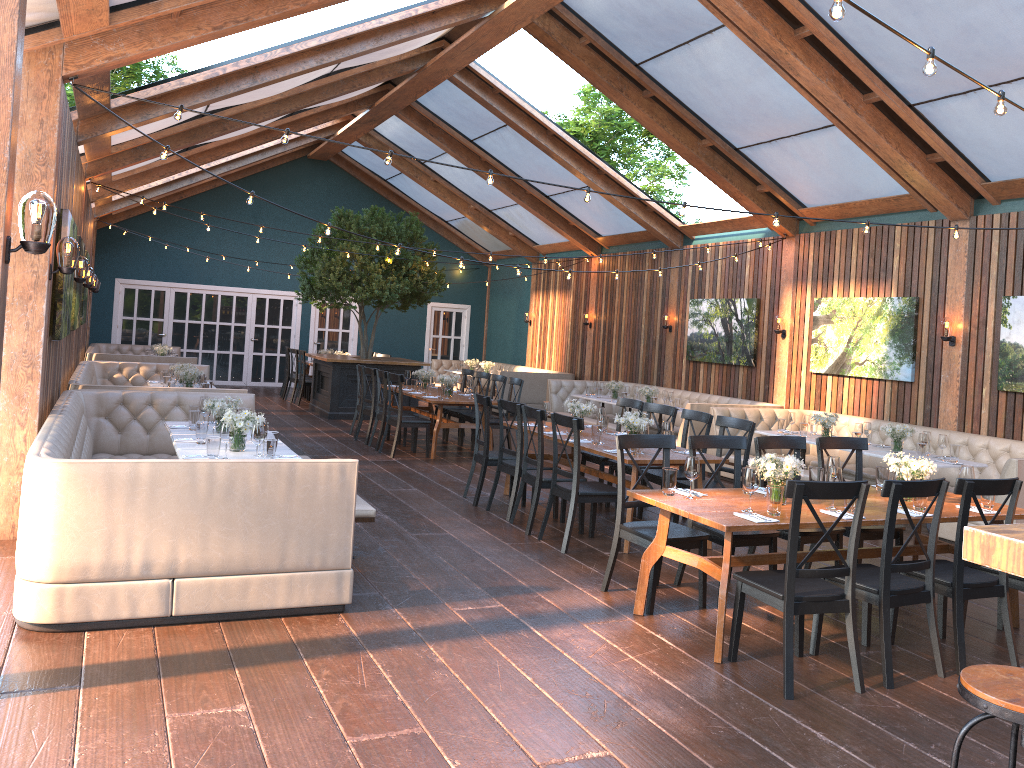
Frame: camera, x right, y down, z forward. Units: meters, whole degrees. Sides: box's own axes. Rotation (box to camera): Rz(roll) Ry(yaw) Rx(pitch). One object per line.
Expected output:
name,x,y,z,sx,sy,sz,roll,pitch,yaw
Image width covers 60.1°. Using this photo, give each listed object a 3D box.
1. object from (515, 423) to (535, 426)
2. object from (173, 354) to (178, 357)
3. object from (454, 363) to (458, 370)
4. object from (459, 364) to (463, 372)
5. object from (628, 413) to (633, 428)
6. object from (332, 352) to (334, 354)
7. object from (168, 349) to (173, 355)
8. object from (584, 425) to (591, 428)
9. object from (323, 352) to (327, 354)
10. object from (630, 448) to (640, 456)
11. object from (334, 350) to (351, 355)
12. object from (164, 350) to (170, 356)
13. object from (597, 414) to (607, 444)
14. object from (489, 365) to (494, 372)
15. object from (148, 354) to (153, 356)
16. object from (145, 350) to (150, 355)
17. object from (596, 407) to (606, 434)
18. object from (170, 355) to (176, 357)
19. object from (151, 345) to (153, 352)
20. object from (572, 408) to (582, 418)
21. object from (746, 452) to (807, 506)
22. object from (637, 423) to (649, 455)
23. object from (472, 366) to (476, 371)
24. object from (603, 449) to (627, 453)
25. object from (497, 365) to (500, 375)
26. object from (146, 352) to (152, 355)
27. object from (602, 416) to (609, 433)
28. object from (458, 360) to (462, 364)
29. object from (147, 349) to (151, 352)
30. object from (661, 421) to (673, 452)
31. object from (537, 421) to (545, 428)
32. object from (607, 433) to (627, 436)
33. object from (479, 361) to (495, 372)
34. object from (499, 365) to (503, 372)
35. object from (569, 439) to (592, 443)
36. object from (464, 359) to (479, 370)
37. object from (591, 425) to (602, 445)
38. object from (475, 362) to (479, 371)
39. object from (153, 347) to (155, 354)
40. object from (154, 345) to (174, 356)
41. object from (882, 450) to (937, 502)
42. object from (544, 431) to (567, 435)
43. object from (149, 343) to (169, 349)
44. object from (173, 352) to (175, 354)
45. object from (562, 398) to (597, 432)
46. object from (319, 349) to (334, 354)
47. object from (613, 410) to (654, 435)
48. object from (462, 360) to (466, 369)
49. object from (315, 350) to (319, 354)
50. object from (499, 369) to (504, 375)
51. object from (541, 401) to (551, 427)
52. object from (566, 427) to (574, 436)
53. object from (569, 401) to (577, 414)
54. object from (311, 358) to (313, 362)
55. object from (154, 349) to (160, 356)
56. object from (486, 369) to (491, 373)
object,0.162,0.396,8.649,0.254,0.019,0.158,2,4,-24
object,-6.033,-0.453,15.845,0.091,0.158,0.092,3,1,-38
object,-1.250,-0.385,19.824,0.091,0.158,0.092,3,1,-38
object,-1.120,-0.354,19.450,0.091,0.158,0.092,3,1,-38
object,1.062,0.387,7.888,0.092,0.244,0.092,4,0,18
object,-3.783,-0.574,18.575,0.092,0.244,0.092,4,0,18
object,-6.091,-0.494,15.746,0.092,0.244,0.092,4,0,24
object,0.773,0.421,8.888,0.254,0.019,0.158,2,4,-24
object,-3.755,-0.524,17.790,0.092,0.244,0.092,4,0,18
object,0.969,0.480,6.970,0.092,0.158,0.092,4,1,2
object,-3.315,-0.496,17.255,0.329,0.309,0.337,3,2,-9
object,-6.047,-0.477,15.504,0.092,0.244,0.092,4,0,24
object,0.769,0.387,7.587,0.092,0.244,0.092,4,0,18
object,-0.424,-0.271,18.112,0.092,0.244,0.092,4,0,24
object,-6.287,-0.442,15.380,0.091,0.158,0.092,3,1,-38
object,-6.925,-0.570,16.816,0.091,0.158,0.092,3,1,-38
object,0.835,0.345,8.349,0.092,0.244,0.092,4,0,18
object,-5.919,-0.422,15.446,0.091,0.158,0.092,3,1,-38
object,-6.866,-0.616,16.937,0.092,0.244,0.092,4,0,18
object,0.589,0.347,8.080,0.092,0.244,0.092,4,0,18
object,1.562,0.549,5.219,0.336,0.309,0.329,4,2,8
object,1.047,0.436,7.071,0.092,0.244,0.092,4,0,18
object,-0.810,-0.291,18.741,0.091,0.158,0.092,3,1,-38
object,0.868,0.536,7.091,0.254,0.019,0.158,2,4,-24
object,-0.275,-0.276,18.362,0.092,0.244,0.092,4,0,24
object,-6.614,-0.507,16.104,0.091,0.158,0.092,3,1,-38
object,0.879,0.384,8.461,0.092,0.158,0.092,4,1,2
object,-1.152,-0.418,19.771,0.092,0.244,0.092,4,0,18
object,-7.054,-0.602,17.200,0.091,0.158,0.092,3,1,-38
object,1.284,0.435,7.334,0.092,0.244,0.092,4,0,18
object,0.281,0.342,8.515,0.092,0.158,0.091,4,1,22
object,1.000,0.469,8.336,0.254,0.019,0.158,2,4,-24
object,-0.531,-0.343,18.656,0.336,0.309,0.329,4,2,18
object,-0.226,-0.259,18.131,0.092,0.244,0.092,4,0,24
object,0.599,0.487,7.615,0.254,0.019,0.158,2,4,-24
object,-0.886,-0.412,19.409,0.330,0.309,0.336,5,2,31
object,0.713,0.432,7.491,0.092,0.158,0.092,4,1,2
object,-0.754,-0.336,18.837,0.092,0.244,0.092,4,0,24
object,-6.533,-0.551,16.205,0.092,0.244,0.092,4,0,24
object,-6.330,-0.560,16.036,0.336,0.309,0.329,4,2,18
object,2.527,0.586,5.635,0.330,0.309,0.336,5,2,31
object,0.418,0.447,8.109,0.254,0.019,0.158,2,4,-24
object,-6.685,-0.628,16.789,0.330,0.309,0.336,5,2,31
object,-6.345,-0.515,16.534,0.091,0.158,0.092,3,1,-38
object,0.645,0.294,8.444,0.329,0.309,0.336,4,2,10
object,-3.800,-0.583,18.168,0.328,0.309,0.337,3,2,-26
object,1.032,0.378,7.464,0.337,0.309,0.328,5,2,33
object,-1.065,-0.399,19.545,0.092,0.244,0.092,4,0,18
object,-4.036,-0.573,18.293,0.092,0.244,0.092,4,0,18
object,-0.224,-0.236,18.457,0.091,0.158,0.092,3,1,-38
object,0.329,0.295,8.627,0.092,0.244,0.092,4,0,24
object,0.533,0.392,7.984,0.092,0.158,0.092,4,1,2
object,0.613,0.297,8.895,0.092,0.244,0.092,4,0,24
object,-4.092,-0.528,18.197,0.092,0.158,0.092,4,1,2
object,-6.226,-0.488,15.502,0.092,0.244,0.092,4,0,24
object,-0.480,-0.225,18.016,0.091,0.158,0.092,3,1,-38
